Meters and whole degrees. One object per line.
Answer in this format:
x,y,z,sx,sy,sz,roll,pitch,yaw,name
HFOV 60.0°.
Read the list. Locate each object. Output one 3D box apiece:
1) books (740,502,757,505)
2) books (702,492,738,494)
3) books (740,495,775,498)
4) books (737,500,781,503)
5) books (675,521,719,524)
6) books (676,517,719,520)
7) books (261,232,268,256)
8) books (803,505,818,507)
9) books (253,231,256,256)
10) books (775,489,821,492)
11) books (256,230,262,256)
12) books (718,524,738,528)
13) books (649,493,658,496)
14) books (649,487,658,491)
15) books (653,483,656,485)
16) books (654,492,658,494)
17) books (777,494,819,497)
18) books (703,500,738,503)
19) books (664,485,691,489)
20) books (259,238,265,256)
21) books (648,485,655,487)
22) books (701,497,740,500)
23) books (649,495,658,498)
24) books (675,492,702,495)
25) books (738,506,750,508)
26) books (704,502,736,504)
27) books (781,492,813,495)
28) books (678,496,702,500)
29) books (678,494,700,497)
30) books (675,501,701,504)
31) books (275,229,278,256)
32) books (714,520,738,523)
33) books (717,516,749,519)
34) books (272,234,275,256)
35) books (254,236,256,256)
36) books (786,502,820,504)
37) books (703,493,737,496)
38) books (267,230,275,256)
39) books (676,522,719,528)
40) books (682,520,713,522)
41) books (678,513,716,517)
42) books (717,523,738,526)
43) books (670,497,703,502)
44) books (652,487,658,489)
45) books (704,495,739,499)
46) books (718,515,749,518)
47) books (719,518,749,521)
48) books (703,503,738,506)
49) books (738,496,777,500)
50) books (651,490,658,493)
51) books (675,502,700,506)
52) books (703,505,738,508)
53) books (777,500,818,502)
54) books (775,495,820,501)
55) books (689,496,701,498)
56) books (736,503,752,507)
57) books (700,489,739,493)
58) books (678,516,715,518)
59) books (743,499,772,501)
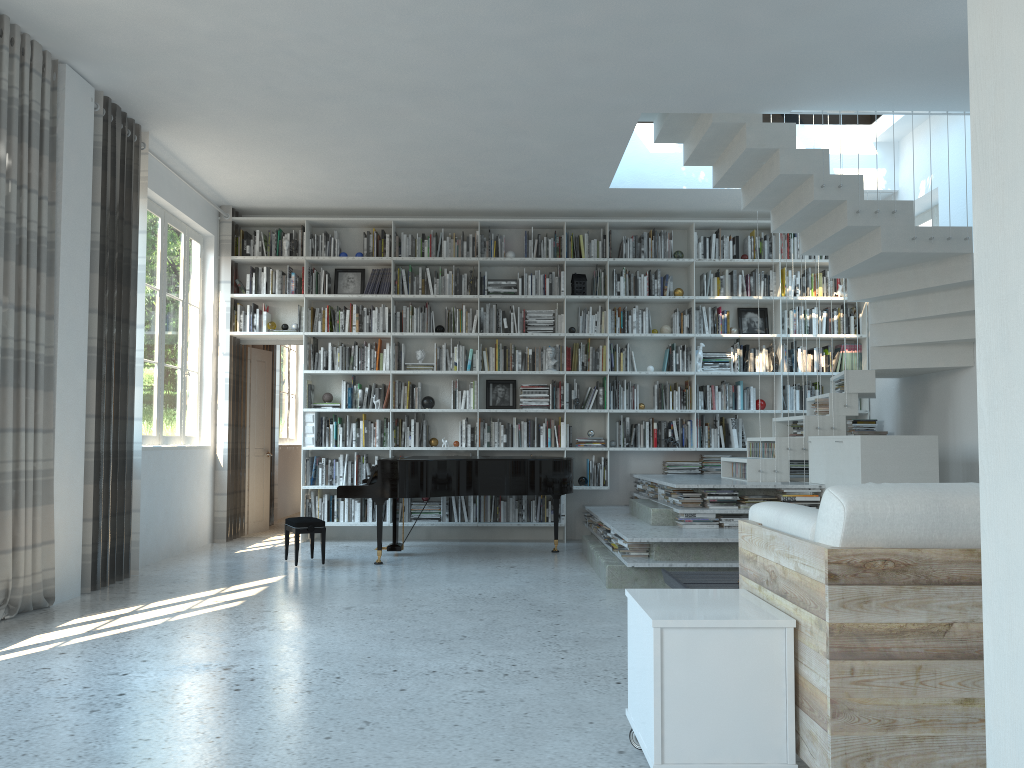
1.840,0.893,6.649,0.214,0.015,0.177,0,-4,0,books
1.561,0.816,6.652,0.228,0.009,0.159,0,-4,-5,books
1.841,0.843,6.647,0.203,0.011,0.173,1,-4,-6,books
1.841,0.877,6.634,0.273,0.014,0.188,1,-4,-6,books
1.357,1.015,6.521,0.285,0.008,0.159,0,-4,-3,books
1.358,0.988,6.520,0.292,0.012,0.159,0,-4,2,books
-2.427,-1.351,8.752,0.057,0.262,0.191,0,-3,-1,books
2.139,0.913,6.660,0.259,0.009,0.152,0,-4,-4,books
-2.533,-1.360,8.768,0.010,0.281,0.160,0,-3,-1,books
2.139,0.797,6.646,0.285,0.013,0.181,1,-4,-6,books
-2.490,-1.361,8.767,0.028,0.283,0.189,0,-3,-1,books
1.641,1.043,6.529,0.208,0.015,0.152,0,-4,-3,books
1.310,0.970,7.763,0.178,0.014,0.247,0,-4,-3,books
1.311,0.920,7.766,0.179,0.017,0.293,0,-4,0,books
1.334,0.884,7.768,0.128,0.013,0.296,0,-4,-3,books
1.332,0.954,7.765,0.138,0.017,0.237,0,-4,-2,books
2.139,0.833,6.648,0.261,0.012,0.179,0,-4,3,books
1.561,0.880,6.639,0.215,0.013,0.189,0,-4,-2,books
1.310,0.814,7.028,0.189,0.022,0.238,0,-4,4,books
-2.461,-1.323,8.756,0.030,0.206,0.175,0,-3,-1,books
1.308,0.895,7.767,0.187,0.009,0.261,0,-4,-2,books
1.560,0.858,6.654,0.260,0.009,0.153,0,-4,2,books
1.303,0.982,7.763,0.182,0.011,0.253,0,-4,3,books
1.343,0.834,6.750,0.149,0.014,0.228,0,-4,-3,books
1.840,0.917,6.643,0.287,0.005,0.165,0,-4,4,books
1.560,0.894,6.662,0.207,0.012,0.131,0,-4,-5,books
2.139,0.816,6.656,0.192,0.024,0.167,0,-4,4,books
1.351,0.866,6.748,0.137,0.012,0.242,0,-4,0,books
1.346,0.845,6.749,0.132,0.009,0.269,0,-4,3,books
1.340,0.899,6.746,0.152,0.015,0.208,0,-4,-4,books
-2.323,-1.370,8.774,0.014,0.304,0.145,0,-3,-1,books
1.641,1.010,6.527,0.272,0.012,0.158,0,-4,-3,books
1.641,0.984,6.533,0.242,0.005,0.152,0,-4,0,books
-2.345,-1.346,8.787,0.030,0.257,0.130,0,-3,-1,books
-2.516,-1.332,8.775,0.024,0.227,0.157,0,-3,-1,books
2.139,0.887,6.641,0.281,0.008,0.181,0,-4,4,books
1.560,0.830,6.659,0.221,0.018,0.154,0,-4,0,books
-2.380,-1.360,8.768,0.039,0.282,0.182,0,-3,-1,books
1.358,1.036,6.500,0.262,0.023,0.200,0,-4,-3,books
1.358,1.000,6.516,0.210,0.012,0.168,0,-4,3,books
1.358,0.960,6.520,0.234,0.025,0.157,1,-4,-6,books
1.641,1.025,6.515,0.232,0.019,0.169,1,-4,-6,books
1.326,0.879,6.747,0.184,0.014,0.297,0,-4,-2,books
1.314,0.905,7.767,0.161,0.012,0.254,0,-4,3,books
1.561,0.845,6.633,0.230,0.015,0.190,0,-4,4,books
1.641,0.975,6.536,0.220,0.013,0.149,0,-4,-2,books
1.641,0.996,6.539,0.211,0.018,0.134,0,-4,2,books
1.560,0.906,6.656,0.227,0.013,0.148,0,-4,-3,books
1.840,0.855,6.653,0.245,0.013,0.173,0,-4,-2,books
1.320,0.937,7.765,0.159,0.018,0.203,0,-4,-3,books
1.333,0.913,6.745,0.161,0.014,0.212,0,-4,3,books
1.560,0.919,6.641,0.216,0.015,0.177,0,-4,-3,books
2.139,0.878,6.662,0.268,0.014,0.160,0,-4,-2,books
2.139,0.855,6.655,0.284,0.030,0.177,0,-4,0,books
1.373,0.855,6.749,0.091,0.011,0.190,0,-4,-3,books
1.840,0.909,6.664,0.293,0.014,0.134,0,-4,-4,books
1.560,0.805,6.673,0.261,0.016,0.129,0,-4,-2,books
1.357,0.978,6.533,0.257,0.010,0.132,0,-4,3,books
1.840,0.867,6.657,0.179,0.010,0.160,0,-4,1,books
